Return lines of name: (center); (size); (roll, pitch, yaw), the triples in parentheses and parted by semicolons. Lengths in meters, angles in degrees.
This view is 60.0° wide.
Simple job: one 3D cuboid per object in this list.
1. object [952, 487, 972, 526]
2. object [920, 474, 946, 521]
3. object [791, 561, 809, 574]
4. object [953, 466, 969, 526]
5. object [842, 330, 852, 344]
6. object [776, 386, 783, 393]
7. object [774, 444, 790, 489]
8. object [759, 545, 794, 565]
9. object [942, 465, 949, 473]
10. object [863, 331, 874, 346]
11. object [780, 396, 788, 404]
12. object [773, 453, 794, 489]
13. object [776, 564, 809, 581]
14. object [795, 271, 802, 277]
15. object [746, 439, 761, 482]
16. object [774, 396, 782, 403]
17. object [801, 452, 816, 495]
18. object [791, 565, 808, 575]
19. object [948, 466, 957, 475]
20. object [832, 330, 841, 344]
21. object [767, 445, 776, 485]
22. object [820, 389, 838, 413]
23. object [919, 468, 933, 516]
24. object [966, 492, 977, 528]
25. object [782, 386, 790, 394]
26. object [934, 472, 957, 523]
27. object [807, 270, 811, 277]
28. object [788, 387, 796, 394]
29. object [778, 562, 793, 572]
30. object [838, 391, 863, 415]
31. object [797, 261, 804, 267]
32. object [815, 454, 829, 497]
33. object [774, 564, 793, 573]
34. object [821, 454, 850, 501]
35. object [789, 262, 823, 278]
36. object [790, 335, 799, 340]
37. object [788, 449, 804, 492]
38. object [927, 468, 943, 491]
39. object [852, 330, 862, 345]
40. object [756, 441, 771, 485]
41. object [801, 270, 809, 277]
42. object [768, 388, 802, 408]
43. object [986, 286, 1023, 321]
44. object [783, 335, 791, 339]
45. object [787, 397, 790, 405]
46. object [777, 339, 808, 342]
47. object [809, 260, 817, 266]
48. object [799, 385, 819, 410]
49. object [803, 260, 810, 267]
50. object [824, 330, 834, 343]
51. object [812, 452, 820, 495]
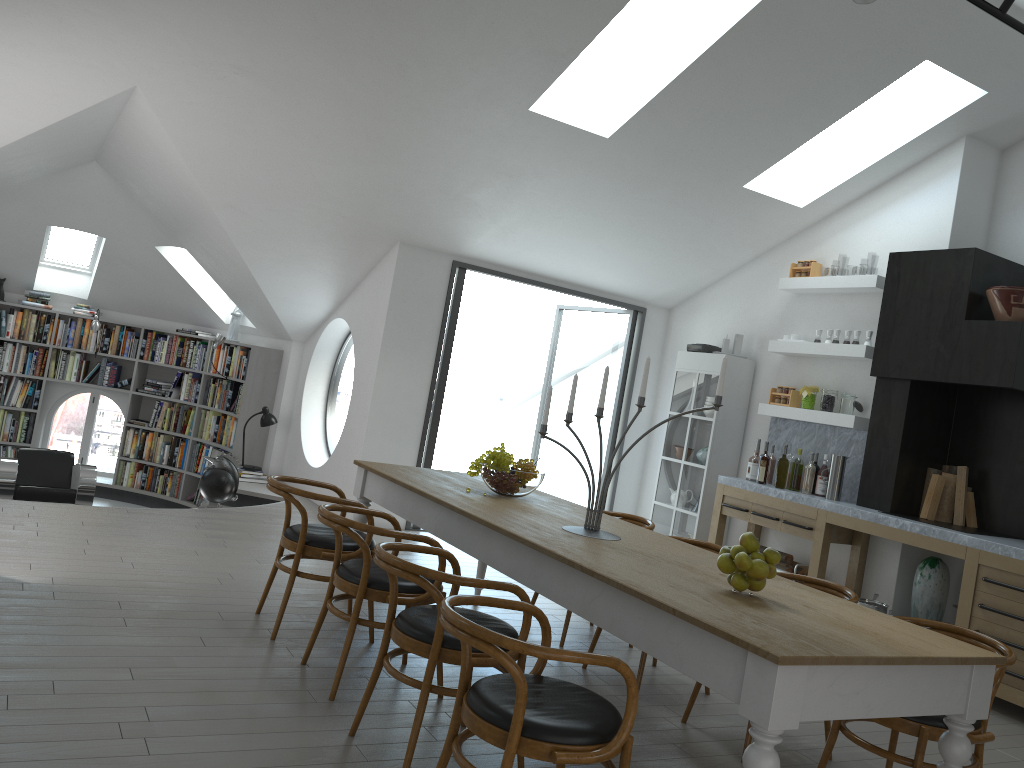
object: (3.218, 0.878, 6.350); (0.105, 0.296, 0.110); (9, -2, 36)
object: (2.983, 0.805, 6.283); (0.148, 0.336, 0.081); (11, -3, -39)
object: (2.205, 1.433, 7.033); (0.071, 0.073, 0.423); (11, -1, -32)
object: (3.177, 0.791, 6.253); (0.078, 0.428, 0.148); (10, -2, 6)
object: (2.626, -0.359, 6.936); (0.063, 0.124, 0.068); (11, -2, -36)
object: (2.259, 0.052, 7.469); (0.058, 0.075, 0.058); (10, -1, -6)
object: (2.135, 0.654, 6.990); (0.093, 0.359, 0.092); (9, -2, 15)
object: (2.079, 1.364, 7.027); (0.103, 0.102, 0.292); (11, -1, -32)
object: (3.154, 0.807, 6.498); (0.088, 0.425, 0.068); (10, -2, -15)
object: (2.718, -0.345, 6.754); (0.063, 0.124, 0.068); (11, -2, -36)
object: (2.277, 0.142, 7.407); (0.058, 0.075, 0.058); (10, -1, -6)
object: (2.230, 0.700, 7.166); (0.183, 0.286, 0.184); (10, -2, -5)
object: (2.093, 1.461, 6.949); (0.428, 0.232, 0.528); (10, -1, -32)
object: (2.429, -0.922, 7.505); (0.058, 0.075, 0.058); (10, -1, -6)
object: (2.022, 0.632, 7.358); (0.085, 0.360, 0.088); (10, -2, -8)
object: (2.244, 0.137, 7.466); (0.058, 0.075, 0.058); (10, -1, -6)
object: (2.303, 0.693, 6.863); (0.085, 0.331, 0.085); (11, -2, -21)
object: (2.127, 1.444, 7.008); (0.114, 0.079, 0.435); (11, -1, -32)
object: (3.179, 0.823, 6.430); (0.110, 0.459, 0.089); (11, -2, -29)
object: (2.567, -0.369, 7.012); (0.063, 0.124, 0.068); (11, -2, -36)
object: (2.135, 0.667, 7.334); (0.085, 0.331, 0.085); (11, -2, -21)
object: (2.496, 0.133, 6.998); (0.120, 0.183, 0.120); (10, -2, -14)
object: (3.008, 0.786, 6.427); (0.074, 0.359, 0.057); (10, -2, -15)
object: (3.240, 0.891, 6.269); (0.057, 0.252, 0.113); (11, -2, -26)
object: (2.291, 0.057, 7.410); (0.058, 0.075, 0.058); (10, -1, -6)
object: (3.094, 0.820, 6.328); (0.130, 0.367, 0.072); (10, -2, -11)
object: (2.494, -0.912, 7.388); (0.058, 0.075, 0.058); (10, -1, -6)
object: (2.324, 0.062, 7.352); (0.058, 0.075, 0.058); (10, -1, -6)
object: (2.038, 1.416, 6.966); (0.101, 0.087, 0.363); (11, -1, -32)
object: (2.602, 0.153, 6.811); (0.207, 0.178, 0.103); (10, -2, -7)
object: (2.443, -1.007, 7.508); (0.058, 0.075, 0.058); (10, -1, -6)
object: (2.412, 0.710, 6.868); (0.081, 0.330, 0.081); (10, -2, -2)
object: (1.983, 1.421, 6.903); (0.092, 0.093, 0.438); (11, -1, -32)
object: (2.438, 0.705, 6.701); (0.114, 0.340, 0.164); (11, -2, -26)
object: (2.465, -0.940, 7.445); (0.120, 0.146, 0.237); (11, -1, -29)
object: (2.361, -0.377, 7.412); (0.054, 0.071, 0.054); (11, -2, -30)
object: (2.251, 0.679, 6.998); (0.092, 0.339, 0.092); (10, -2, -11)
object: (3.023, 0.794, 6.370); (0.131, 0.367, 0.068); (10, -2, -15)
object: (2.664, -0.353, 6.851); (0.063, 0.124, 0.068); (11, -2, -36)
object: (2.035, 0.642, 7.160); (0.093, 0.359, 0.092); (10, -2, 5)
object: (2.461, -0.917, 7.447); (0.058, 0.075, 0.058); (10, -1, -6)
object: (2.281, 0.118, 7.406); (0.120, 0.146, 0.237); (11, -1, -29)
object: (3.318, -0.497, 5.859); (0.366, 0.237, 0.348); (10, -1, -12)
object: (2.325, -0.378, 7.477); (0.057, 0.061, 0.058); (11, -2, -30)
object: (2.309, 0.147, 7.349); (0.058, 0.075, 0.058); (10, -1, -6)
object: (2.356, -0.350, 7.411); (0.113, 0.025, 0.295); (10, -1, -29)
object: (2.509, -0.997, 7.391); (0.058, 0.075, 0.058); (10, -1, -6)
object: (2.398, 0.110, 7.171); (0.127, 0.199, 0.163); (11, -2, -35)
object: (2.476, -1.002, 7.450); (0.058, 0.075, 0.058); (10, -1, -6)
object: (2.539, -0.373, 7.094); (0.063, 0.124, 0.068); (11, -2, -36)
object: (2.373, 0.703, 6.969); (0.085, 0.331, 0.085); (11, -2, -21)
